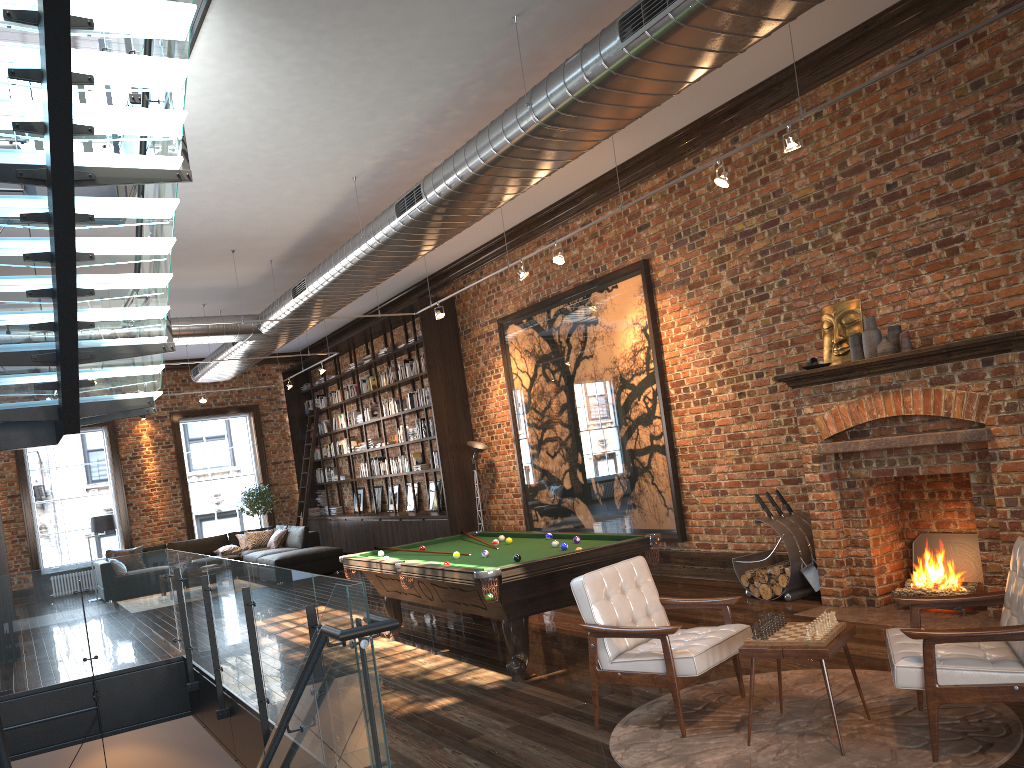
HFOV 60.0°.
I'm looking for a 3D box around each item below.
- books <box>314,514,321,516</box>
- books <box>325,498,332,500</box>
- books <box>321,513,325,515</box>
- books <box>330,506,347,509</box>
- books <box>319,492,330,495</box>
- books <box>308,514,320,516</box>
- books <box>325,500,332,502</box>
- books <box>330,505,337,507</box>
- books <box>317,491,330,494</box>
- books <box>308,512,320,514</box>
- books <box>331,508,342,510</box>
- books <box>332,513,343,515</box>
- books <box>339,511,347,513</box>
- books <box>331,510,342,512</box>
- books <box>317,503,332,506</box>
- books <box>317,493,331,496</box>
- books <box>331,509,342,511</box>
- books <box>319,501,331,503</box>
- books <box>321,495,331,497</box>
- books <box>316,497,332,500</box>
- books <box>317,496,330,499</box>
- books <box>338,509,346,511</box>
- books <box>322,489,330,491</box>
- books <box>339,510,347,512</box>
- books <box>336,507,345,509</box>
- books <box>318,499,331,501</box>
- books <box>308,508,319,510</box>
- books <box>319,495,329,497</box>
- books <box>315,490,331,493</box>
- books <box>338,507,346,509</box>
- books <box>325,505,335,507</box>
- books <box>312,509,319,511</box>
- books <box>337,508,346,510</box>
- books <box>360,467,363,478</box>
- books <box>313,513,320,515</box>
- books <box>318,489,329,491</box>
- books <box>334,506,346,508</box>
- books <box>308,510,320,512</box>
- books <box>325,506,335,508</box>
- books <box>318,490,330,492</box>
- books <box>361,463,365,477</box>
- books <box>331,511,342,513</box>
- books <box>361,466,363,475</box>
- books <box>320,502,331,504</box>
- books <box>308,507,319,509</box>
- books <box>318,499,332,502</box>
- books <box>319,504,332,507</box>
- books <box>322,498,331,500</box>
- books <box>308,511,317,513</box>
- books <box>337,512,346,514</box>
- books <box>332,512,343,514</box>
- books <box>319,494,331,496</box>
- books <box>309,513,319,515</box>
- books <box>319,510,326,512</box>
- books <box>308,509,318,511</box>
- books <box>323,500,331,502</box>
[{"bbox_3d":[-4.302,2.864,19.319,0.206,0.013,0.281,-6,-5,-29],"label":"books"},{"bbox_3d":[-4.083,2.525,19.399,0.163,0.006,0.354,-5,-5,-35],"label":"books"},{"bbox_3d":[-4.049,2.825,19.402,0.197,0.035,0.219,-6,-5,-27],"label":"books"},{"bbox_3d":[-3.649,2.593,18.584,0.226,0.007,0.374,-5,-5,-36],"label":"books"},{"bbox_3d":[-4.106,2.397,19.395,0.183,0.030,0.266,-6,-5,-25],"label":"books"},{"bbox_3d":[-4.298,2.851,19.322,0.209,0.011,0.274,-5,-5,-33],"label":"books"},{"bbox_3d":[-4.076,2.569,19.400,0.188,0.012,0.323,-5,-5,-31],"label":"books"},{"bbox_3d":[-3.873,2.619,19.001,0.175,0.005,0.287,-5,-5,-30],"label":"books"},{"bbox_3d":[-4.119,2.366,19.389,0.206,0.021,0.249,-5,-5,-35],"label":"books"},{"bbox_3d":[-4.311,2.808,19.317,0.199,0.019,0.257,-6,-5,-28],"label":"books"},{"bbox_3d":[-3.644,2.616,18.585,0.228,0.008,0.334,-6,-5,-25],"label":"books"},{"bbox_3d":[-3.627,2.721,18.586,0.227,0.008,0.333,-5,-5,-34],"label":"books"},{"bbox_3d":[-3.623,2.690,18.591,0.228,0.008,0.331,-5,-5,-31],"label":"books"},{"bbox_3d":[-3.629,2.653,18.591,0.228,0.008,0.331,-6,-5,-29],"label":"books"},{"bbox_3d":[-4.094,2.630,19.390,0.249,0.020,0.319,-5,-5,-30],"label":"books"},{"bbox_3d":[-4.108,2.417,19.392,0.206,0.009,0.346,-5,-5,-32],"label":"books"},{"bbox_3d":[-3.635,2.630,18.589,0.228,0.008,0.331,-6,-5,-28],"label":"books"},{"bbox_3d":[-4.085,2.581,19.399,0.207,0.009,0.346,-6,-5,-29],"label":"books"},{"bbox_3d":[-4.103,2.454,19.392,0.208,0.007,0.309,-6,-5,-28],"label":"books"},{"bbox_3d":[-4.114,2.502,19.383,0.259,0.028,0.318,-5,-5,-30],"label":"books"},{"bbox_3d":[-4.116,2.478,19.383,0.239,0.019,0.230,-5,-5,-35],"label":"books"},{"bbox_3d":[-3.635,2.646,18.588,0.226,0.007,0.373,-6,-5,-27],"label":"books"},{"bbox_3d":[-4.108,2.328,19.398,0.177,0.013,0.359,-6,-5,-28],"label":"books"},{"bbox_3d":[-3.629,2.668,18.589,0.228,0.008,0.331,-5,-5,-32],"label":"books"},{"bbox_3d":[-3.634,2.599,18.592,0.228,0.008,0.330,-5,-5,-30],"label":"books"},{"bbox_3d":[-4.103,2.537,19.386,0.237,0.015,0.250,-6,-5,-28],"label":"books"},{"bbox_3d":[-4.321,2.717,19.318,0.198,0.020,0.213,-6,-5,-26],"label":"books"},{"bbox_3d":[-4.088,2.444,19.401,0.175,0.008,0.358,-5,-5,-31],"label":"books"},{"bbox_3d":[-4.136,2.353,19.381,0.239,0.007,0.320,-5,-5,-34],"label":"books"},{"bbox_3d":[-3.638,2.607,18.589,0.228,0.008,0.331,-6,-5,-28],"label":"books"},{"bbox_3d":[-3.886,2.609,18.995,0.175,0.005,0.290,-6,-5,-25],"label":"books"},{"bbox_3d":[-4.325,2.751,19.314,0.185,0.013,0.274,-6,-5,-28],"label":"books"},{"bbox_3d":[-3.632,2.623,18.591,0.226,0.007,0.371,-5,-5,-31],"label":"books"},{"bbox_3d":[-2.849,1.699,17.135,0.177,0.205,0.068,-7,0,-30],"label":"books"},{"bbox_3d":[-4.304,2.840,19.319,0.200,0.012,0.246,-6,-5,-27],"label":"books"},{"bbox_3d":[-4.128,2.319,19.387,0.207,0.010,0.353,-6,-5,-26],"label":"books"},{"bbox_3d":[-3.641,2.584,18.589,0.226,0.007,0.372,-6,-5,-28],"label":"books"},{"bbox_3d":[-4.315,2.764,19.318,0.204,0.015,0.266,-5,-5,-32],"label":"books"},{"bbox_3d":[-3.872,2.630,19.001,0.176,0.005,0.256,-5,-5,-30],"label":"books"},{"bbox_3d":[-4.104,2.340,19.400,0.179,0.012,0.308,-5,-5,-31],"label":"books"},{"bbox_3d":[-2.785,1.641,16.995,0.179,0.275,0.014,-7,0,-30],"label":"books"},{"bbox_3d":[-3.628,2.675,18.589,0.228,0.008,0.331,-6,-5,-28],"label":"books"},{"bbox_3d":[-2.802,1.658,17.048,0.177,0.253,0.071,-7,0,-30],"label":"books"},{"bbox_3d":[-4.079,2.602,19.401,0.182,0.034,0.272,-6,-5,-25],"label":"books"},{"bbox_3d":[-4.332,2.704,19.313,0.183,0.008,0.307,-6,-5,-28],"label":"books"},{"bbox_3d":[-4.090,2.551,19.393,0.208,0.015,0.309,-5,-5,-32],"label":"books"},{"bbox_3d":[-4.084,2.657,19.394,0.210,0.019,0.344,-6,-5,-26],"label":"books"},{"bbox_3d":[-4.087,2.518,19.397,0.189,0.009,0.359,-6,-5,-28],"label":"books"},{"bbox_3d":[-4.337,2.782,19.304,0.153,0.015,0.195,-6,-5,-29],"label":"books"},{"bbox_3d":[-3.621,2.705,18.591,0.226,0.007,0.371,-6,-5,-29],"label":"books"},{"bbox_3d":[-3.620,2.697,18.593,0.228,0.008,0.330,-5,-5,-30],"label":"books"},{"bbox_3d":[-4.101,2.431,19.395,0.203,0.020,0.319,-6,-5,-29],"label":"books"},{"bbox_3d":[-4.315,2.830,19.314,0.169,0.009,0.256,-6,-5,-25],"label":"books"},{"bbox_3d":[-4.080,2.764,19.389,0.240,0.023,0.264,-6,-5,-26],"label":"books"},{"bbox_3d":[-4.344,2.744,19.303,0.149,0.005,0.320,-5,-5,-31],"label":"books"},{"bbox_3d":[-4.099,2.562,19.387,0.219,0.006,0.353,-6,-5,-26],"label":"books"}]
